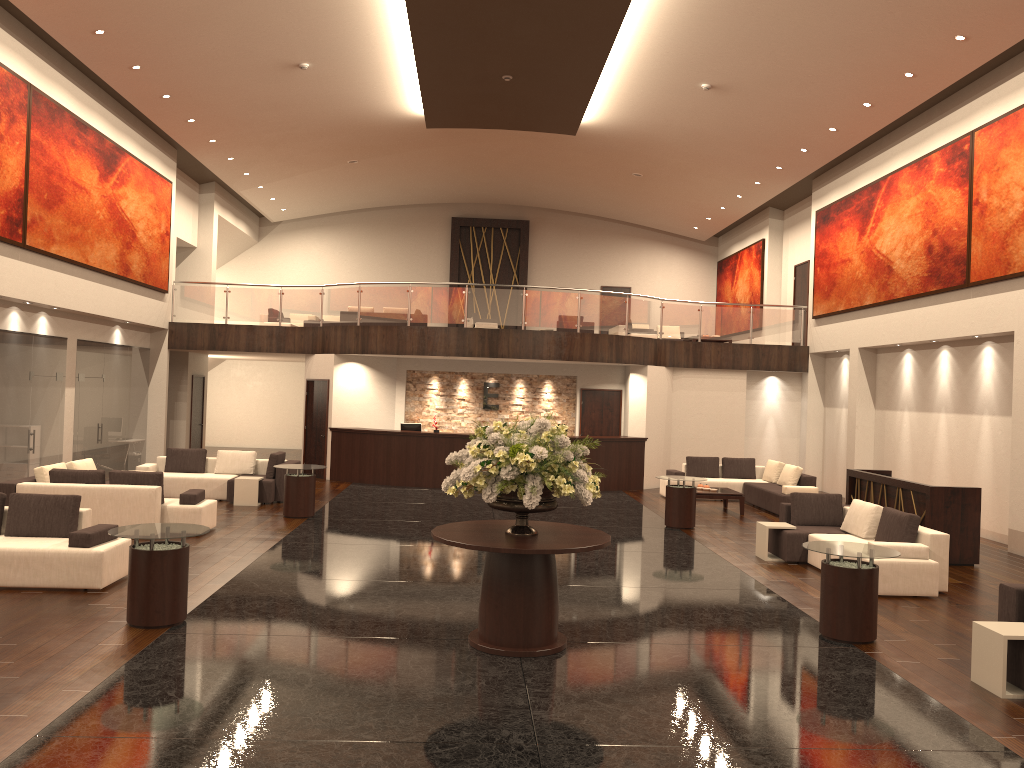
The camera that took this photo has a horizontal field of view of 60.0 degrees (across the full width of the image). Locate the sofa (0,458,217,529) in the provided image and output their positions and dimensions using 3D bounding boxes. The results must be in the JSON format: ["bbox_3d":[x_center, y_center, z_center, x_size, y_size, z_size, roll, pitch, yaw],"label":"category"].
[{"bbox_3d":[-5.529,1.595,13.300,2.586,0.862,3.366,2,0,-3],"label":"sofa"}]

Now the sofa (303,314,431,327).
[{"bbox_3d":[-4.025,-1.682,25.147,3.366,0.862,2.586,2,0,-3],"label":"sofa"}]

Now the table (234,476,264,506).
[{"bbox_3d":[-4.539,1.847,15.300,0.400,0.460,0.400,2,0,-3],"label":"table"}]

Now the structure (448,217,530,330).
[{"bbox_3d":[-0.767,-3.229,28.745,2.524,4.236,0.187,2,0,-3],"label":"structure"}]

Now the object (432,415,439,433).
[{"bbox_3d":[-1.632,0.847,19.035,0.163,0.390,0.165,2,0,5],"label":"object"}]

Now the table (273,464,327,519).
[{"bbox_3d":[-3.372,1.708,14.088,0.833,0.795,0.844,2,-1,36],"label":"table"}]

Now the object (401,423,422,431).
[{"bbox_3d":[-2.228,1.109,19.539,0.483,0.485,0.189,2,0,12],"label":"object"}]

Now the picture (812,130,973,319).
[{"bbox_3d":[7.244,-2.800,17.494,0.070,2.526,6.485,2,0,-3],"label":"picture"}]

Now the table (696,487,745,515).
[{"bbox_3d":[3.659,2.184,16.675,1.100,0.380,1.100,2,0,-3],"label":"table"}]

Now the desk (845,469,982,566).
[{"bbox_3d":[5.801,1.896,13.043,0.700,1.043,2.606,2,0,-3],"label":"desk"}]

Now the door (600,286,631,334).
[{"bbox_3d":[3.374,-2.077,29.024,0.990,2.232,0.104,2,0,-3],"label":"door"}]

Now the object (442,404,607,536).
[{"bbox_3d":[0.072,0.704,7.458,1.402,1.097,1.453,2,-1,43],"label":"object"}]

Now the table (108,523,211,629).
[{"bbox_3d":[-3.070,1.668,7.703,0.833,0.795,0.844,2,-1,-42],"label":"table"}]

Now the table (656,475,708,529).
[{"bbox_3d":[2.733,1.923,14.376,0.833,0.795,0.844,2,-1,36],"label":"table"}]

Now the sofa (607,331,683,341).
[{"bbox_3d":[4.655,-1.372,26.031,3.366,0.862,2.586,2,0,-3],"label":"sofa"}]

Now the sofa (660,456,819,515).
[{"bbox_3d":[4.506,1.978,17.545,2.586,0.862,3.366,2,0,-3],"label":"sofa"}]

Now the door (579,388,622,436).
[{"bbox_3d":[2.069,1.232,20.898,0.990,2.232,0.104,2,0,-3],"label":"door"}]

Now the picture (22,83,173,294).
[{"bbox_3d":[-7.596,-3.323,16.794,0.070,2.526,6.485,2,0,-3],"label":"picture"}]

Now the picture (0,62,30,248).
[{"bbox_3d":[-7.335,-3.358,11.288,0.070,2.526,4.515,2,0,-3],"label":"picture"}]

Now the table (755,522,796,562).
[{"bbox_3d":[3.516,2.100,11.829,0.400,0.460,0.400,2,0,-3],"label":"table"}]

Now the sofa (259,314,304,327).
[{"bbox_3d":[-5.696,-1.728,26.570,3.366,0.862,2.586,2,0,-3],"label":"sofa"}]

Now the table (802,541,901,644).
[{"bbox_3d":[3.036,1.883,7.991,0.833,0.795,0.844,2,-1,-42],"label":"table"}]

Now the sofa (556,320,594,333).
[{"bbox_3d":[1.576,-1.480,25.911,1.291,0.862,2.846,2,0,-3],"label":"sofa"}]

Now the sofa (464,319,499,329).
[{"bbox_3d":[-0.750,-1.561,25.926,1.291,0.862,2.846,2,0,-3],"label":"sofa"}]

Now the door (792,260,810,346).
[{"bbox_3d":[7.402,-1.987,22.700,0.104,2.232,0.990,2,0,-3],"label":"door"}]

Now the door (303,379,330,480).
[{"bbox_3d":[-4.435,1.002,20.105,0.104,2.232,0.990,2,-1,-42],"label":"door"}]

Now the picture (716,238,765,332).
[{"bbox_3d":[6.806,-2.742,26.720,0.070,2.526,4.515,2,0,-3],"label":"picture"}]

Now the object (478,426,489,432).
[{"bbox_3d":[-0.509,1.167,19.349,0.483,0.485,0.189,2,0,-3],"label":"object"}]

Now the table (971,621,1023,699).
[{"bbox_3d":[3.761,2.068,6.661,0.400,0.460,0.400,2,0,-3],"label":"table"}]

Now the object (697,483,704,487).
[{"bbox_3d":[3.591,1.941,16.887,0.119,0.106,0.119,2,0,21],"label":"object"}]

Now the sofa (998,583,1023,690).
[{"bbox_3d":[4.461,1.884,5.911,1.291,0.862,2.846,2,0,-3],"label":"sofa"}]

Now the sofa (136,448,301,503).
[{"bbox_3d":[-5.345,1.622,15.922,2.846,0.862,1.291,2,0,-3],"label":"sofa"}]

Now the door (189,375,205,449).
[{"bbox_3d":[-8.056,0.895,22.637,0.104,2.232,0.990,2,0,-3],"label":"door"}]

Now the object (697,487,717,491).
[{"bbox_3d":[3.652,1.975,16.629,0.437,0.040,0.154,2,-1,43],"label":"object"}]

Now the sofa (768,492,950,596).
[{"bbox_3d":[4.217,1.917,11.079,1.291,0.862,2.846,2,0,-3],"label":"sofa"}]

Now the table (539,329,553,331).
[{"bbox_3d":[0.949,-1.306,25.096,0.400,0.460,0.400,2,0,-3],"label":"table"}]

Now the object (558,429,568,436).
[{"bbox_3d":[1.010,1.222,19.599,0.483,0.485,0.189,2,-1,-28],"label":"object"}]

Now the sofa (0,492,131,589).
[{"bbox_3d":[-5.258,1.562,7.957,2.586,0.862,3.366,2,0,-3],"label":"sofa"}]

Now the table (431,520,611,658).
[{"bbox_3d":[0.063,1.712,7.449,1.498,0.921,1.498,2,0,-12],"label":"table"}]

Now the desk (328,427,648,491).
[{"bbox_3d":[-0.513,1.663,19.527,7.146,1.171,1.674,2,0,-1],"label":"desk"}]

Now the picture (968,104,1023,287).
[{"bbox_3d":[7.504,-2.835,11.988,0.070,2.526,4.515,2,0,-3],"label":"picture"}]

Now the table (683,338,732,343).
[{"bbox_3d":[5.491,-1.110,24.978,1.100,0.380,1.100,2,0,-3],"label":"table"}]

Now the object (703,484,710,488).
[{"bbox_3d":[3.679,1.943,16.760,0.119,0.106,0.119,2,0,-21],"label":"object"}]
